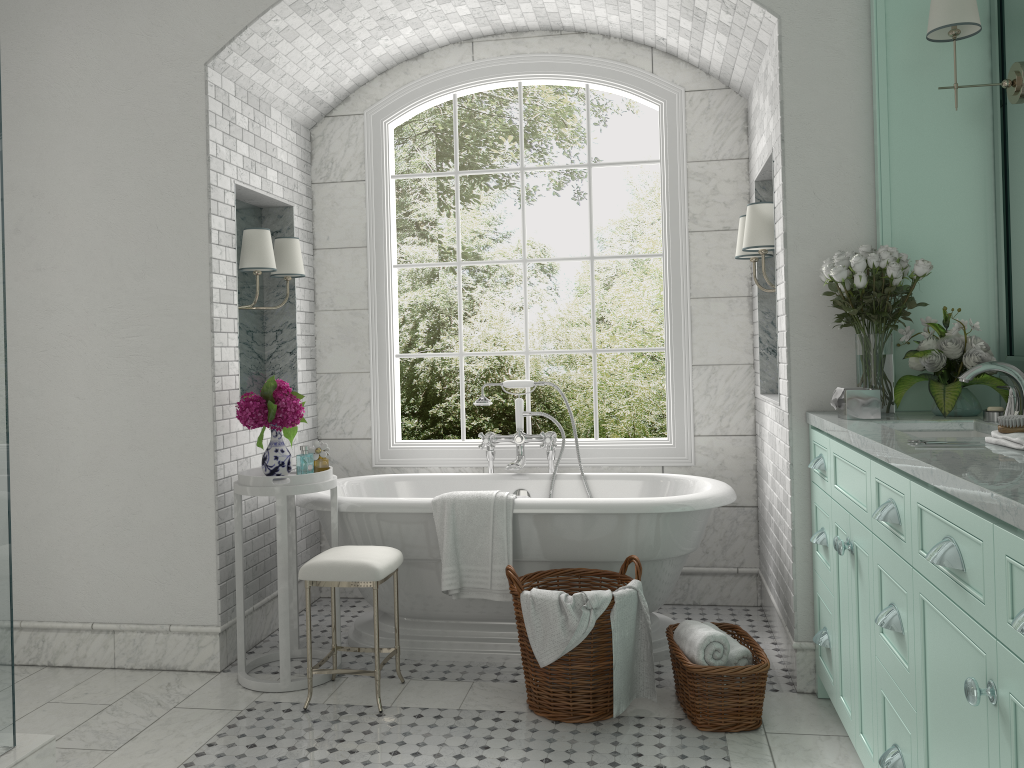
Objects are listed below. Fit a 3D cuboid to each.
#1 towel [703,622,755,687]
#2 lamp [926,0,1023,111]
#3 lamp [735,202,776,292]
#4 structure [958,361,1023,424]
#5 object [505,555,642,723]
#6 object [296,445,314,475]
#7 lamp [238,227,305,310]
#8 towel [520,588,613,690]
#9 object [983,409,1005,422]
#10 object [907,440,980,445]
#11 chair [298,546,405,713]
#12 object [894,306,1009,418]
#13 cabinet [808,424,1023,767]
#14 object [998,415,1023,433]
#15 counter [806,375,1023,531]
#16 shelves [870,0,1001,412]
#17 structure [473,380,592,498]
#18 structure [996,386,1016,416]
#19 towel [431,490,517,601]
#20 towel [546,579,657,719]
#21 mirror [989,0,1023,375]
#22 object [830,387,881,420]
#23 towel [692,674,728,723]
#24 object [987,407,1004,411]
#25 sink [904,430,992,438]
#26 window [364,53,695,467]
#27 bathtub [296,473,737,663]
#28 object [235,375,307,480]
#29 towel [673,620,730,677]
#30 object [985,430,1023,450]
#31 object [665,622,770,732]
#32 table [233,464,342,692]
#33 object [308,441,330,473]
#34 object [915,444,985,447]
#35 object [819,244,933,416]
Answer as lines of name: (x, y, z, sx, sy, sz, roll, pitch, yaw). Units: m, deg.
towel: (0.835, 1.063, 3.495, 0.164, 0.186, 0.313, -2, 2, -21)
lamp: (1.675, -1.243, 3.226, 0.309, 0.488, 0.183, -1, 0, 8)
lamp: (1.223, -0.630, 4.170, 0.308, 0.383, 0.548, -1, 1, 9)
structure: (1.522, 0.031, 2.758, 0.234, 0.205, 0.103, -1, 0, -2)
object: (0.252, 0.993, 3.547, 0.518, 0.570, 0.519, -1, 1, 41)
object: (-0.915, 0.350, 3.917, 0.058, 0.154, 0.085, -1, 0, 29)
lamp: (-1.293, -0.582, 4.581, 0.308, 0.383, 0.548, -1, 1, 9)
towel: (0.235, 0.991, 3.454, 0.399, 0.438, 0.484, -1, 1, 10)
object: (1.634, 0.105, 2.988, 0.079, 0.035, 0.134, -1, 2, 27)
object: (1.149, 0.155, 2.377, 0.175, 0.007, 0.075, -1, 2, 1)
chair: (-0.656, 0.994, 3.681, 0.371, 0.603, 0.366, -1, 0, 9)
object: (1.613, -0.080, 3.229, 0.394, 0.402, 0.452, -1, 1, 11)
cabinet: (1.365, 0.751, 2.133, 0.863, 1.098, 2.799, -1, 2, 9)
object: (1.389, 0.104, 2.300, 0.228, 0.044, 0.068, -1, 2, 18)
counter: (1.369, 0.115, 2.134, 0.823, 0.181, 2.809, -1, 2, 9)
shelves: (1.451, -0.902, 2.116, 0.465, 2.123, 2.810, -1, 1, 9)
structure: (0.146, 0.623, 4.692, 0.779, 1.286, 0.340, -1, 0, 20)
structure: (1.618, 0.066, 2.902, 0.083, 0.121, 0.157, -2, 1, -7)
towel: (-0.156, 0.709, 3.976, 0.374, 0.463, 0.453, -1, 1, 11)
towel: (0.293, 1.010, 3.505, 0.382, 0.469, 0.460, -2, 1, -42)
mirror: (1.746, -0.972, 2.710, 0.015, 1.933, 1.436, -1, 1, 9)
object: (1.240, 0.068, 3.216, 0.147, 0.113, 0.136, -1, 1, 5)
towel: (0.750, 1.171, 3.411, 0.153, 0.163, 0.311, -1, 2, -1)
object: (1.623, 0.085, 2.972, 0.051, 0.022, 0.077, 0, 2, 30)
sink: (1.384, 0.207, 2.790, 0.346, 0.079, 0.603, -1, 2, 9)
window: (0.074, -0.698, 5.046, 1.831, 2.324, 0.118, -1, 0, 9)
bathtub: (-0.002, 0.874, 4.350, 2.165, 0.758, 0.942, -1, 1, 9)
object: (-1.078, 0.193, 3.999, 0.332, 0.471, 0.295, -1, 0, 11)
towel: (0.726, 1.022, 3.404, 0.149, 0.211, 0.321, -2, 1, -8)
object: (1.371, 0.134, 2.288, 0.239, 0.056, 0.317, -1, 2, 6)
object: (0.795, 1.138, 3.459, 0.345, 0.261, 0.550, -1, 2, 0)
table: (-1.001, 0.838, 3.965, 0.450, 0.906, 0.449, -2, 0, -29)
object: (-0.861, 0.339, 4.004, 0.084, 0.168, 0.097, -1, 0, 30)
object: (1.127, 0.158, 2.281, 0.167, 0.005, 0.020, -1, 2, 13)
object: (1.364, -0.202, 3.337, 0.391, 0.653, 0.356, -1, 0, 21)
